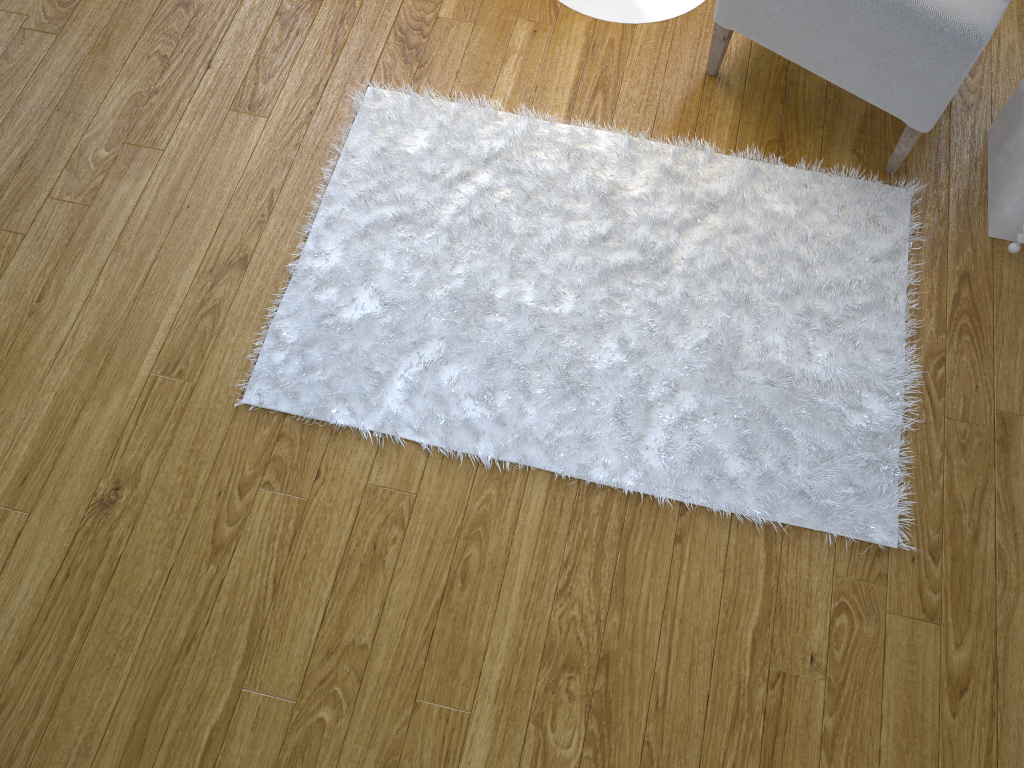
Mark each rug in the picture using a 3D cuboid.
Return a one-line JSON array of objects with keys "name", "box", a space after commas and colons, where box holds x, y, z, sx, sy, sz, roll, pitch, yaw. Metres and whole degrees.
[{"name": "rug", "box": [0.152, -0.170, 1.486, 1.094, 0.048, 0.747, 12, 64, 4]}]

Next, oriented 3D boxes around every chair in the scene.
[{"name": "chair", "box": [0.648, -0.828, 1.304, 0.470, 0.973, 0.375, 35, 67, 15]}]

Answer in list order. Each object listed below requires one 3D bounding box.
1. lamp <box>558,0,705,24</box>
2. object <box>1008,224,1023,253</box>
[{"name": "lamp", "box": [0.257, -1.242, 1.222, 0.411, 1.468, 0.409, 29, 66, 13]}, {"name": "object", "box": [0.804, -0.310, 0.448, 0.051, 2.041, 0.912, 12, 63, 5]}]
